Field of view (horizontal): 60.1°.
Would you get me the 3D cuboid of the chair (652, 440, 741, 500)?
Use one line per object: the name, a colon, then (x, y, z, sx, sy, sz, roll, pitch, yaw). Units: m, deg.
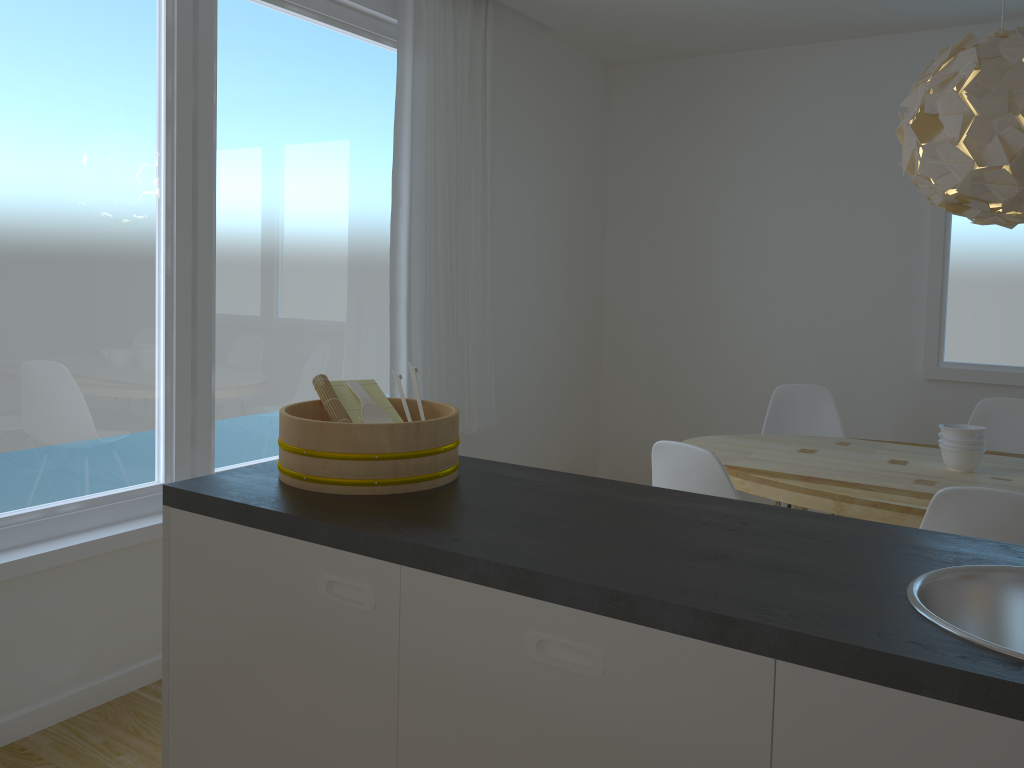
chair: (0.695, 0.607, 2.777, 0.523, 0.898, 0.431, -2, 5, -38)

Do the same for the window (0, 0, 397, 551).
window: (-1.134, -0.533, 3.085, 0.088, 1.909, 2.735, 4, 6, 32)

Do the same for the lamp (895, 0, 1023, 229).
lamp: (1.627, -1.076, 2.906, 0.640, 1.130, 0.648, 4, 5, 31)

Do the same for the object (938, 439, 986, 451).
object: (1.601, 0.243, 3.154, 0.151, 0.092, 0.153, -1, 6, -19)

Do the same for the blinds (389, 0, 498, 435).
blinds: (-0.263, -0.815, 4.082, 0.150, 2.151, 0.796, 4, 4, 32)

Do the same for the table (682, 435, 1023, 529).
table: (1.621, 0.684, 3.053, 2.194, 0.722, 1.197, 5, 7, 31)

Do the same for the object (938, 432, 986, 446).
object: (1.600, 0.219, 3.151, 0.151, 0.095, 0.152, -4, 8, -41)

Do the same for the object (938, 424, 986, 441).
object: (1.601, 0.191, 3.152, 0.152, 0.086, 0.152, -2, 7, -29)

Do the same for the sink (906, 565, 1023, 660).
sink: (0.735, 0.378, 1.160, 0.404, 0.156, 0.406, 0, 7, -16)

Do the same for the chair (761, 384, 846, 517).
chair: (1.334, 0.478, 3.976, 0.430, 0.898, 0.525, 2, 4, 7)

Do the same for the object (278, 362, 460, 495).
object: (-0.313, 0.082, 1.898, 0.378, 0.213, 0.432, -2, 7, -29)

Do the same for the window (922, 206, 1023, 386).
window: (2.314, -0.388, 3.081, 1.884, 2.045, 2.556, 5, 6, 32)

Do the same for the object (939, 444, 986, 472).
object: (1.604, 0.266, 3.157, 0.152, 0.082, 0.153, -1, 6, -18)

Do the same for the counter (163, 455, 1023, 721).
counter: (0.489, 0.295, 1.353, 2.406, 0.040, 0.602, 6, 8, 32)

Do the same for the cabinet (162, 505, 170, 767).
cabinet: (0.476, 0.767, 1.381, 2.406, 0.906, 0.602, 6, 6, 32)

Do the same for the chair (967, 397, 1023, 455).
chair: (2.035, 0.532, 3.678, 0.431, 0.898, 0.524, 4, 5, 32)
